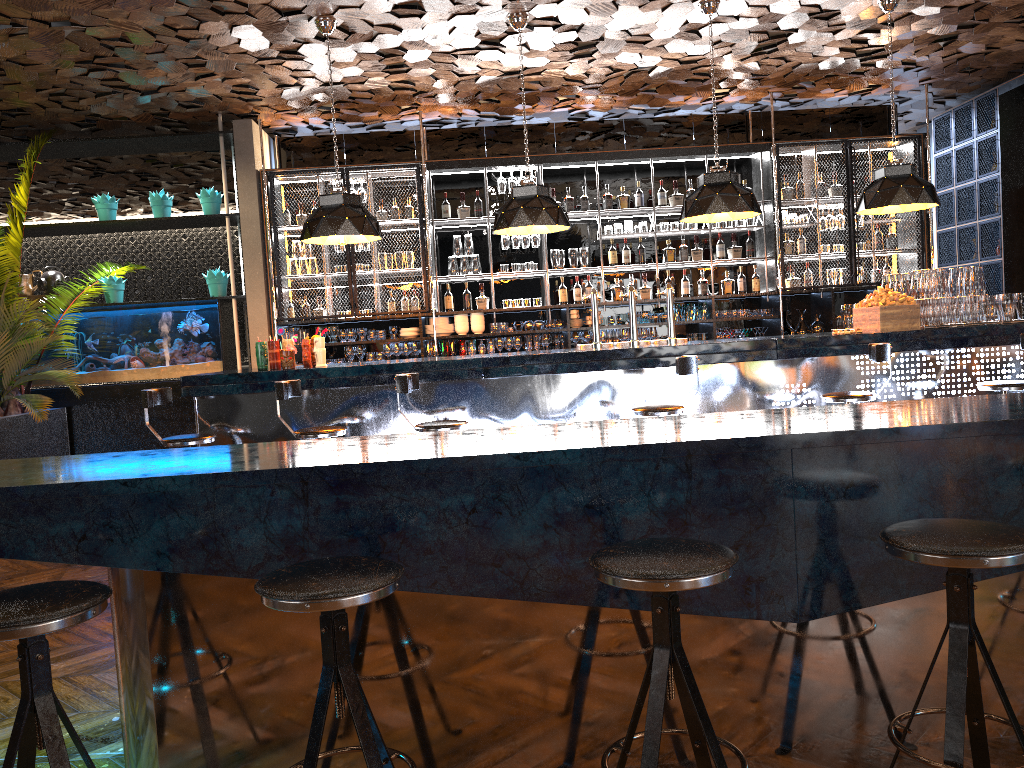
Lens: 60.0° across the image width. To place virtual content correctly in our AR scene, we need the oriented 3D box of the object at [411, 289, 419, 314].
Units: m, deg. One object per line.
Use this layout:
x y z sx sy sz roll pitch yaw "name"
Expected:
-1.001 -0.846 9.153 0.075 0.260 0.075 -7 4 -43 "object"

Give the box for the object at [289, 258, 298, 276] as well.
-2.239 -1.190 9.071 0.092 0.182 0.092 -4 3 -7 "object"

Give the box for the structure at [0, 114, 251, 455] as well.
-4.763 -0.765 8.995 4.269 3.734 0.705 -4 3 -2 "structure"

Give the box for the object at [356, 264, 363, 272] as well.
-1.550 -1.179 9.019 0.077 0.080 0.077 -4 3 -6 "object"

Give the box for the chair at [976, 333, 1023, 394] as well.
3.201 0.237 5.695 0.476 1.108 0.419 -3 3 8 "chair"

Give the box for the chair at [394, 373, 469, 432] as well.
-0.437 0.483 5.346 0.476 1.108 0.419 -4 3 -2 "chair"

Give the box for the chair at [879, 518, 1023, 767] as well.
1.018 0.726 1.997 0.419 0.813 0.419 -4 3 -7 "chair"

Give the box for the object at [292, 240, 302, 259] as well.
-2.201 -1.375 9.062 0.092 0.182 0.092 -4 3 -7 "object"

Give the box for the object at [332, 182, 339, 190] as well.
-1.809 -1.965 9.120 0.081 0.213 0.081 -3 3 4 "object"

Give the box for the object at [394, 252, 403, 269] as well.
-1.156 -1.259 9.088 0.092 0.182 0.092 -4 3 -7 "object"

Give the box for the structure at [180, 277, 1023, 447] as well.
0.793 0.047 6.598 6.009 1.685 1.214 -4 3 -2 "structure"

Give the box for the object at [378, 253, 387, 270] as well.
-1.321 -1.247 9.058 0.092 0.182 0.092 -4 3 -7 "object"

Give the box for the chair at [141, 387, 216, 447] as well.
-2.005 0.574 5.472 0.476 1.108 0.419 -4 3 -2 "chair"

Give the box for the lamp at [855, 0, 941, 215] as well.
2.880 -2.107 6.700 0.582 1.564 0.607 -4 3 -2 "lamp"

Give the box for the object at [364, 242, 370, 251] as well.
-1.505 -1.484 9.157 0.081 0.213 0.081 -3 3 4 "object"

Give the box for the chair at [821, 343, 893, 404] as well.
2.158 0.308 5.591 0.476 1.108 0.419 -3 3 13 "chair"

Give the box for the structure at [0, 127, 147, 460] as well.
-4.804 -0.610 7.786 1.873 3.561 4.073 -4 3 -1 "structure"

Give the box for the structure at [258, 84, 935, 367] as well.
0.934 -1.032 9.029 6.750 3.553 1.143 -4 3 -2 "structure"

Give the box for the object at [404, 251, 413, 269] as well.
-1.061 -1.264 9.071 0.092 0.182 0.092 -4 3 -7 "object"

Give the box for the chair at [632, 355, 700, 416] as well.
0.946 0.389 5.497 0.476 1.108 0.419 -3 3 13 "chair"

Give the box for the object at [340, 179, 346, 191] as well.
-1.707 -1.963 8.980 0.081 0.213 0.081 -3 3 4 "object"

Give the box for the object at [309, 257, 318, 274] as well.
-2.035 -1.203 9.068 0.092 0.182 0.092 -4 3 -7 "object"

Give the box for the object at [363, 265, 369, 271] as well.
-1.516 -1.190 9.178 0.077 0.080 0.077 -4 3 -6 "object"

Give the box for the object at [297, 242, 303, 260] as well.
-2.209 -1.380 9.159 0.092 0.182 0.092 -4 3 -7 "object"

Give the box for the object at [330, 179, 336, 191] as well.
-1.803 -1.957 8.976 0.081 0.213 0.081 -3 3 4 "object"

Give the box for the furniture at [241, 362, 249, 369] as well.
-7.578 0.506 12.730 9.798 1.137 3.595 -4 3 -2 "furniture"

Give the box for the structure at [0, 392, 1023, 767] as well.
0.748 0.610 2.677 4.941 0.998 0.673 -4 3 -2 "structure"

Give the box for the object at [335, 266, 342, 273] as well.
-1.779 -1.170 9.102 0.077 0.080 0.077 -3 3 10 "object"

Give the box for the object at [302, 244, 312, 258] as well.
-2.099 -1.382 9.073 0.092 0.182 0.092 -4 3 -7 "object"

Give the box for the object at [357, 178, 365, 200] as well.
-1.531 -1.975 8.986 0.081 0.213 0.081 -3 3 4 "object"

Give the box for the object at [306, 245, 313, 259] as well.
-2.107 -1.386 9.153 0.092 0.182 0.092 -4 3 -7 "object"

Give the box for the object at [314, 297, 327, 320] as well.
-1.969 -0.773 9.100 0.108 0.244 0.108 -3 3 12 "object"

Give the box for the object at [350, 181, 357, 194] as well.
-1.627 -1.976 9.126 0.081 0.213 0.081 -3 3 4 "object"

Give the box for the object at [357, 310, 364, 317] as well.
-1.568 -0.719 9.151 0.077 0.080 0.077 -6 4 -36 "object"

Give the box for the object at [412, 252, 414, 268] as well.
-1.054 -1.270 9.165 0.092 0.182 0.092 -4 3 -7 "object"

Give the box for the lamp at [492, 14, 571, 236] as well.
0.097 -1.928 6.595 0.582 1.564 0.607 -4 3 -2 "lamp"

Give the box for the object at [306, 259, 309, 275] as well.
-2.146 -1.201 9.170 0.092 0.182 0.092 -4 3 -7 "object"

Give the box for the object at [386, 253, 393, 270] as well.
-1.270 -1.256 9.161 0.092 0.182 0.092 -4 3 -7 "object"

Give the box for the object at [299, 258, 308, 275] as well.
-2.136 -1.197 9.075 0.092 0.182 0.092 -4 3 -7 "object"

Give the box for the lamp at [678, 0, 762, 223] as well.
1.493 -2.011 6.529 0.582 1.564 0.607 -4 3 -2 "lamp"

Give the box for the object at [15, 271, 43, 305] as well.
-4.999 -0.948 9.062 0.378 0.398 0.232 -2 4 28 "object"

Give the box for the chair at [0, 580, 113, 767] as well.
-1.009 0.856 1.919 0.419 0.813 0.419 -4 3 -7 "chair"

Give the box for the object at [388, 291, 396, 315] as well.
-1.242 -0.829 9.143 0.075 0.261 0.075 -7 4 -43 "object"

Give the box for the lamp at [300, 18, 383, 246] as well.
-1.286 -1.806 6.420 0.582 1.606 0.607 -4 3 -2 "lamp"

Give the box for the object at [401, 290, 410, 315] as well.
-1.105 -0.840 9.170 0.075 0.260 0.075 -7 4 -43 "object"

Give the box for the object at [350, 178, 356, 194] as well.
-1.621 -1.969 8.983 0.081 0.213 0.081 -3 3 4 "object"

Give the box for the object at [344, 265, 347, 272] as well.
-1.677 -1.174 9.067 0.077 0.080 0.077 -5 3 -24 "object"

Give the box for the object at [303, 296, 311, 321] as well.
-2.106 -0.773 9.084 0.075 0.260 0.075 -2 4 32 "object"

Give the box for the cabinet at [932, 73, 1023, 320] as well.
5.327 -1.240 8.182 0.691 3.514 4.416 -4 3 -2 "cabinet"

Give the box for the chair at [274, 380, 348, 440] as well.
-1.184 0.525 5.437 0.476 1.108 0.419 -4 3 -2 "chair"

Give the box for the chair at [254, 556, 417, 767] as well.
-0.378 0.813 1.985 0.419 0.813 0.419 -4 3 -7 "chair"

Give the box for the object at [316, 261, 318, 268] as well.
-2.051 -1.207 9.164 0.092 0.182 0.092 -4 3 -7 "object"

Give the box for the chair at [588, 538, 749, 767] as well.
0.356 0.768 1.974 0.419 0.813 0.419 -4 3 -7 "chair"

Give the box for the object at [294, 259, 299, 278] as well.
-2.253 -1.195 9.172 0.092 0.182 0.092 -4 3 -7 "object"

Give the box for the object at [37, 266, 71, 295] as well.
-4.645 -1.044 8.979 0.278 0.292 0.290 -1 4 35 "object"

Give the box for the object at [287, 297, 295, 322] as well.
-2.274 -0.763 9.105 0.075 0.261 0.075 -7 4 -43 "object"

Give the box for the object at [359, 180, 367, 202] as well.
-1.537 -1.982 9.130 0.081 0.213 0.081 -3 3 4 "object"
